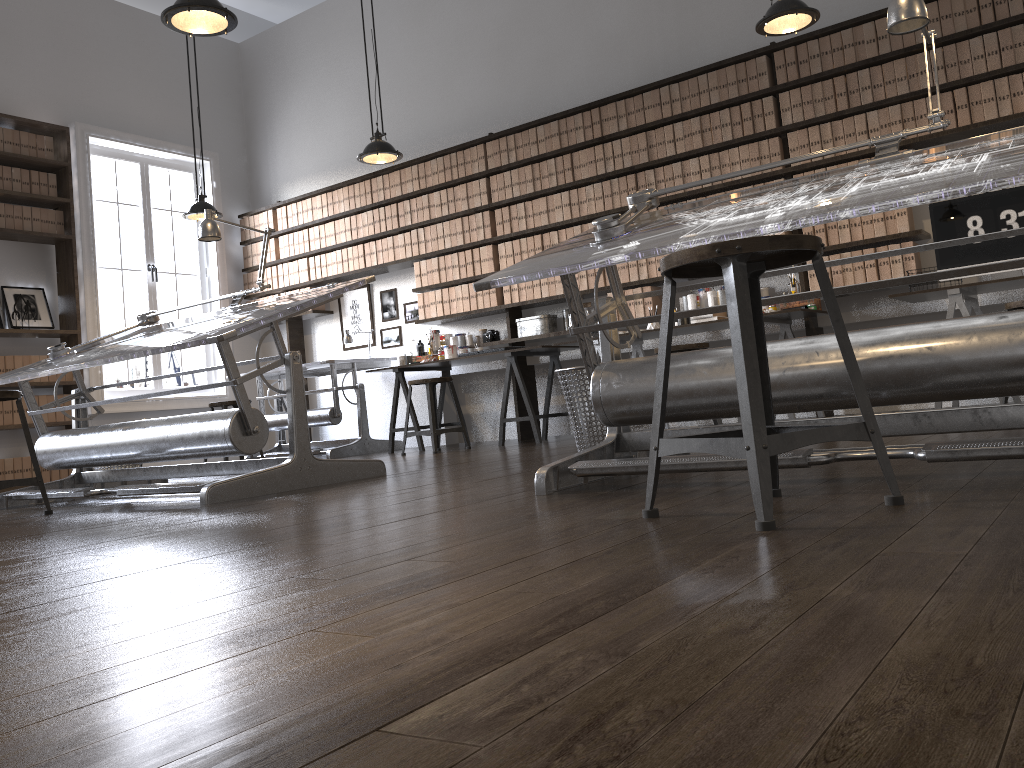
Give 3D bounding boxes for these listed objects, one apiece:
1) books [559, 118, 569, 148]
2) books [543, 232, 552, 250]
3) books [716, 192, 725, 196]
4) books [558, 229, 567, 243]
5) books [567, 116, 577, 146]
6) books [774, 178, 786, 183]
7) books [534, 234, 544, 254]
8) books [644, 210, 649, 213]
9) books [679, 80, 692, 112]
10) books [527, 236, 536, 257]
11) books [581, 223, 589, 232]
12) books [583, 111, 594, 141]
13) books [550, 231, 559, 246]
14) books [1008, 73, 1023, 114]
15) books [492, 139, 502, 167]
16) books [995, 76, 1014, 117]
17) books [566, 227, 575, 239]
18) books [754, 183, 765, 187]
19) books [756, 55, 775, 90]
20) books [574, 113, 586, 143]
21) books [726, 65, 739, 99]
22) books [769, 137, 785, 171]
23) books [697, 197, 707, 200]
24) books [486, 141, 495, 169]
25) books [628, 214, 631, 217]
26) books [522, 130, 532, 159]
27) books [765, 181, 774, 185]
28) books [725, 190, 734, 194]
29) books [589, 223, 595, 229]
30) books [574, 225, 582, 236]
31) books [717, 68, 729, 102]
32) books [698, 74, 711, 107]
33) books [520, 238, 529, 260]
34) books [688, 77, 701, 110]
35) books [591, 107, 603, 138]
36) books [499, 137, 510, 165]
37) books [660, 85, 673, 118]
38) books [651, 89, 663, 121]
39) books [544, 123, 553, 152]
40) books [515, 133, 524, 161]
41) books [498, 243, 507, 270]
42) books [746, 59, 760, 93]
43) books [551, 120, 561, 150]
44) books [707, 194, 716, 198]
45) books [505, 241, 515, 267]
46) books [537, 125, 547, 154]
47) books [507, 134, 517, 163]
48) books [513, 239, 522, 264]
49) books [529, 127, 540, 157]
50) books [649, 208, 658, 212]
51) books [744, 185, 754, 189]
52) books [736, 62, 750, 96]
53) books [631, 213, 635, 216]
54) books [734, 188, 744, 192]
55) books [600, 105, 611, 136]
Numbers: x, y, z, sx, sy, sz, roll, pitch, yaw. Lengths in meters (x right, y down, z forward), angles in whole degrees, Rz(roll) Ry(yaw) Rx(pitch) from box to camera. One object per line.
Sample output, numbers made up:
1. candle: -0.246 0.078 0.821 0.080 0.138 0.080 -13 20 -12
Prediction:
1. books: 0.438 -1.891 6.748 0.066 0.226 0.174 -9 -5 35
2. books: 0.321 -1.042 6.820 0.066 0.226 0.174 -9 -5 35
3. books: 1.459 -1.176 6.014 0.066 0.227 0.174 -9 -5 35
4. books: 0.436 -1.055 6.739 0.066 0.226 0.174 -9 -5 35
5. books: 0.496 -1.898 6.708 0.066 0.226 0.174 -9 -5 35
6. books: 1.785 -1.214 5.786 0.066 0.227 0.174 -9 -5 35
7. books: 0.257 -1.034 6.858 0.066 0.227 0.174 -9 -5 35
8. books: 0.997 -1.121 6.338 0.066 0.227 0.174 -9 -5 35
9. books: 1.245 -1.986 6.184 0.066 0.226 0.174 -9 -5 35
10. books: 0.199 -1.027 6.905 0.066 0.226 0.174 -9 -5 35
11. books: 0.602 -1.075 6.621 0.066 0.226 0.174 -9 -5 35
12. books: 0.612 -1.912 6.627 0.066 0.226 0.174 -9 -5 35
13. books: 0.376 -1.048 6.776 0.066 0.226 0.174 -9 -5 35
14. books: 2.882 -1.628 5.030 0.066 0.226 0.174 -9 -5 35
15. books: -0.073 -1.831 7.098 0.066 0.227 0.174 -9 -5 35
16. books: 2.823 -1.621 5.066 0.066 0.226 0.174 -9 -5 35
17. books: 0.493 -1.062 6.698 0.066 0.226 0.174 -9 -5 35
18. books: 1.678 -1.201 5.867 0.066 0.226 0.174 -9 -5 35
19. books: 1.690 -2.038 5.866 0.066 0.226 0.174 -9 -5 35
20. books: 0.551 -1.905 6.664 0.066 0.226 0.174 -9 -5 35
21. books: 1.519 -2.018 5.983 0.066 0.227 0.174 -9 -5 35
22. books: 1.759 -1.490 5.814 0.066 0.226 0.174 -9 -5 35
23. books: 1.350 -1.163 6.098 0.066 0.226 0.174 -9 -5 35
24. books: -0.121 -1.826 7.138 0.066 0.226 0.174 -9 -5 35
25. books: 0.881 -1.108 6.423 0.066 0.226 0.174 -9 -5 35
26. books: 0.162 -1.859 6.941 0.066 0.226 0.174 -9 -5 35
27. books: 1.736 -1.208 5.829 0.066 0.226 0.174 -9 -5 35
28. books: 1.516 -1.182 5.980 0.066 0.226 0.174 -9 -5 35
29. books: 0.652 -1.081 6.584 0.066 0.226 0.174 -9 -5 35
30. books: 0.545 -1.068 6.655 0.066 0.227 0.174 -9 -5 35
31. books: 1.468 -2.012 6.025 0.066 0.226 0.174 -9 -5 35
32. books: 1.356 -1.999 6.099 0.066 0.227 0.174 -9 -5 35
33. books: 0.145 -1.021 6.940 0.066 0.226 0.174 -9 -5 35
34. books: 1.301 -1.993 6.143 0.066 0.226 0.174 -9 -5 35
35. books: 0.669 -1.919 6.580 0.066 0.227 0.174 -9 -5 35
36. books: -0.014 -1.838 7.057 0.066 0.226 0.174 -9 -5 35
37. books: 1.125 -1.972 6.259 0.066 0.226 0.174 -9 -5 35
38. books: 1.067 -1.965 6.300 0.066 0.227 0.174 -9 -5 35
39. books: 0.329 -1.878 6.823 0.066 0.226 0.174 -9 -5 35
40. books: 0.106 -1.852 6.982 0.066 0.226 0.174 -9 -5 35
41. books: -0.025 -1.001 7.058 0.066 0.226 0.174 -9 -5 35
42. books: 1.635 -2.032 5.909 0.066 0.226 0.174 -9 -5 35
43. books: 0.380 -1.885 6.781 0.066 0.227 0.174 -9 -5 35
44. books: 1.408 -1.169 6.058 0.066 0.226 0.174 -9 -5 35
45. books: 0.032 -1.008 7.014 0.066 0.226 0.174 -9 -5 35
46. books: 0.277 -1.872 6.858 0.066 0.226 0.174 -9 -5 35
47. books: 0.047 -1.845 7.019 0.066 0.226 0.174 -9 -5 35
48. books: 0.091 -1.015 6.973 0.066 0.227 0.174 -9 -5 35
49. books: 0.217 -1.865 6.897 0.066 0.227 0.174 -9 -5 35
50. books: 1.051 -1.128 6.305 0.066 0.226 0.174 -9 -5 35
51. books: 1.619 -1.194 5.904 0.066 0.227 0.174 -9 -5 35
52. books: 1.577 -2.025 5.950 0.066 0.226 0.174 -9 -5 35
53. books: 0.938 -1.114 6.379 0.066 0.226 0.174 -9 -5 35
54. books: 1.566 -1.188 5.943 0.066 0.226 0.174 -9 -5 35
55. books: 0.733 -1.926 6.542 0.066 0.226 0.174 -9 -5 35
